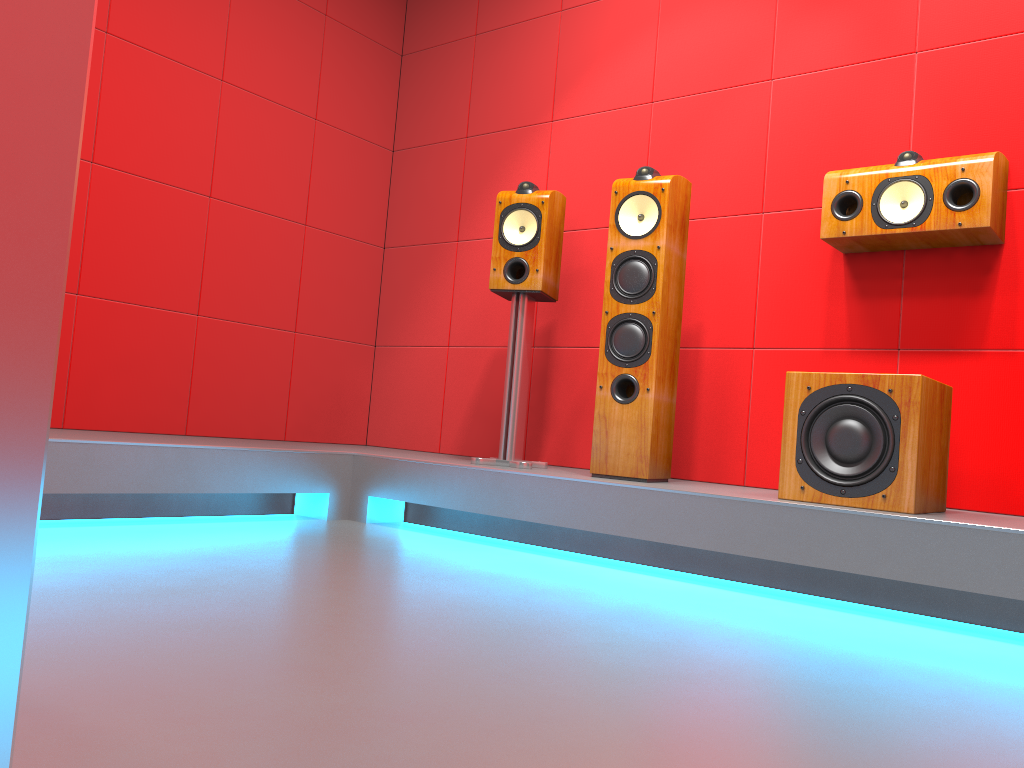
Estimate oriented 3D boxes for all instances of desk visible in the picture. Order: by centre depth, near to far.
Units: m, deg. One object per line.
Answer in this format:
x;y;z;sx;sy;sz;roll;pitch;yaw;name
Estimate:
-0.886;-0.022;0.451;1.617;0.690;0.594;2;-4;38;desk

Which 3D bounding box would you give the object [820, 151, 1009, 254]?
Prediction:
1.270;-0.587;2.813;0.493;0.271;0.235;2;-4;38;object

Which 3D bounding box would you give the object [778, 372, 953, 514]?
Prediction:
1.004;0.165;2.516;0.360;0.360;0.360;2;-4;38;object

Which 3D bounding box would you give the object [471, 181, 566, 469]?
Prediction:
0.036;-0.221;3.331;0.231;1.058;0.265;4;-3;18;object

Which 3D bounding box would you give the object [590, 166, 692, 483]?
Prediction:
0.440;-0.202;3.010;0.203;1.052;0.238;3;-4;28;object
